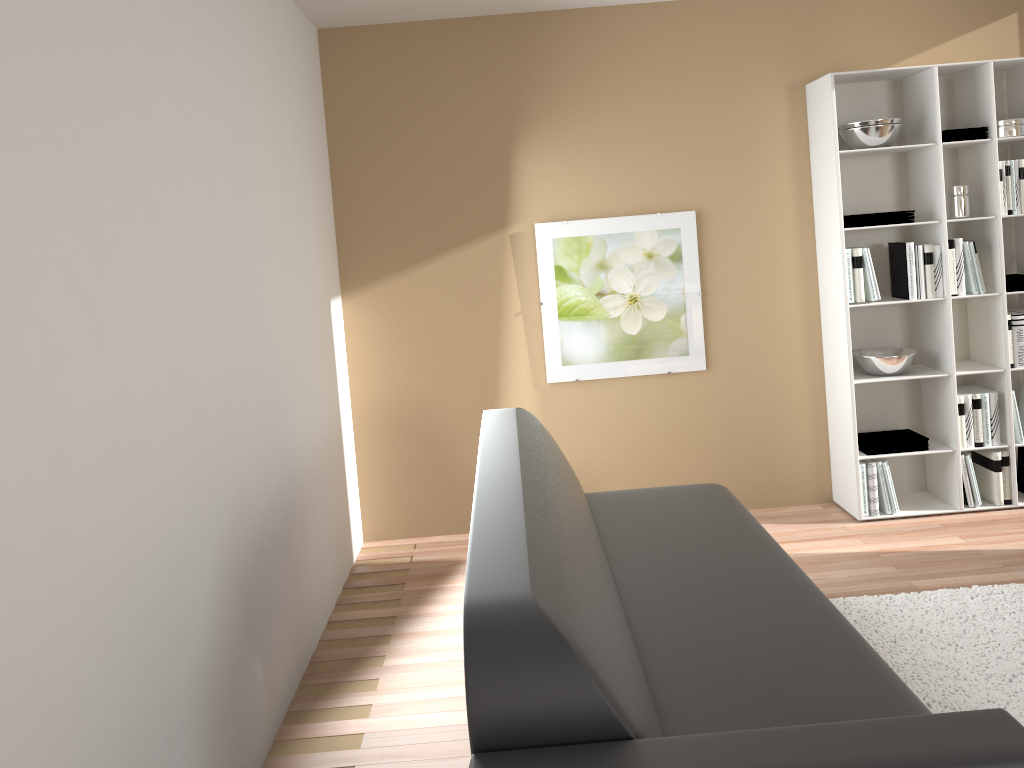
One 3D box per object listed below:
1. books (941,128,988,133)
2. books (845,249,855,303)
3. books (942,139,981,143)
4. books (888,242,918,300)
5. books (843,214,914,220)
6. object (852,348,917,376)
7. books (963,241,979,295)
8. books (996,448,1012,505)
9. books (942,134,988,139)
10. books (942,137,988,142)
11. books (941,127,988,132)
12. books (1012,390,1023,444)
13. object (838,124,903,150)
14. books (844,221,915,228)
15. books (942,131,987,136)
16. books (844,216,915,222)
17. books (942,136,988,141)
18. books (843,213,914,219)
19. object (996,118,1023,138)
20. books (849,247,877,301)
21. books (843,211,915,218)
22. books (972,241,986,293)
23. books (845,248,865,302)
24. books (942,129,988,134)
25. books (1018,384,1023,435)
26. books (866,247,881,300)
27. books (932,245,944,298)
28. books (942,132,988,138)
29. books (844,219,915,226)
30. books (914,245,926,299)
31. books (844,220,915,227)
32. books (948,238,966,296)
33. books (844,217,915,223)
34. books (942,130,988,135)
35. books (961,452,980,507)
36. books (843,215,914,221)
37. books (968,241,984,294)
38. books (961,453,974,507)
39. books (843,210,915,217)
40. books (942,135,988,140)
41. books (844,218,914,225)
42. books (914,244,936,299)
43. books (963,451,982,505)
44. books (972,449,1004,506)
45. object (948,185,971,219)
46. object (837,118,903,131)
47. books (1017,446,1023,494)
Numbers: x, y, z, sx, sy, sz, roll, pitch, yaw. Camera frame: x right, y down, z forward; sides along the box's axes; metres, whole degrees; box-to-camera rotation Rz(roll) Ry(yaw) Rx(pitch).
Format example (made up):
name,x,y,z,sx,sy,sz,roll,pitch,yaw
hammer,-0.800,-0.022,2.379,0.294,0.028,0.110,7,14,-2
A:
name,x,y,z,sx,sy,sz,roll,pitch,yaw
books,2.138,-1.227,4.314,0.210,0.007,0.300,-6,9,-5
books,1.610,-0.532,4.300,0.040,0.257,0.209,-5,5,0
books,2.142,-1.178,4.321,0.210,0.007,0.300,-6,9,-5
books,1.913,-0.556,4.306,0.040,0.274,0.209,-5,5,0
books,1.772,-0.817,4.309,0.297,0.008,0.213,-5,9,-1
object,1.846,-0.105,4.357,0.301,0.106,0.300,-11,11,-35
books,2.201,-0.572,4.317,0.060,0.258,0.209,-5,5,0
books,2.384,0.436,4.340,0.040,0.257,0.209,-5,5,0
books,2.142,-1.200,4.317,0.210,0.006,0.300,-6,9,-5
books,2.143,-1.183,4.320,0.210,0.006,0.300,-6,9,-5
books,2.139,-1.232,4.313,0.210,0.006,0.300,-6,9,-5
books,2.430,0.144,4.332,0.060,0.258,0.209,-5,5,0
object,1.756,-1.197,4.309,0.301,0.106,0.300,-11,11,-35
books,1.774,-0.778,4.306,0.297,0.007,0.213,-5,9,0
books,2.139,-1.211,4.318,0.210,0.006,0.301,-5,9,-4
books,1.774,-0.806,4.306,0.297,0.006,0.213,-5,9,-1
books,2.142,-1.189,4.319,0.210,0.006,0.300,-6,9,-5
books,1.771,-0.823,4.309,0.297,0.008,0.213,-5,9,-1
object,2.418,-1.241,4.299,0.191,0.089,0.194,3,11,41
books,1.706,-0.539,4.298,0.060,0.258,0.210,-5,5,0
books,1.774,-0.828,4.304,0.297,0.007,0.213,-5,9,0
books,2.244,-0.578,4.329,0.058,0.256,0.210,-5,5,0
books,1.657,-0.535,4.295,0.040,0.257,0.209,-5,5,0
books,2.143,-1.222,4.318,0.210,0.008,0.300,-6,9,-5
books,2.582,0.130,4.366,0.085,0.244,0.210,-5,5,0
books,1.729,-0.543,4.309,0.058,0.256,0.210,-5,5,0
books,2.039,-0.555,4.309,0.040,0.250,0.209,-5,5,0
books,2.141,-1.205,4.317,0.210,0.006,0.300,-6,9,-5
books,1.774,-0.789,4.307,0.297,0.006,0.213,-5,9,-1
books,1.955,-0.551,4.307,0.040,0.257,0.209,-5,5,0
books,1.774,-0.784,4.307,0.297,0.006,0.213,-5,9,-1
books,2.151,-0.577,4.320,0.040,0.274,0.209,-5,5,0
books,1.774,-0.800,4.306,0.297,0.006,0.213,-5,9,-1
books,2.143,-1.217,4.318,0.210,0.008,0.300,-6,9,-5
books,2.218,0.451,4.336,0.058,0.256,0.210,-5,5,0
books,1.772,-0.811,4.304,0.297,0.006,0.213,-5,9,1
books,2.227,-0.572,4.313,0.058,0.256,0.210,-5,5,0
books,2.192,0.450,4.340,0.060,0.258,0.209,-5,5,0
books,1.774,-0.833,4.305,0.297,0.006,0.213,-5,9,-1
books,2.142,-1.195,4.321,0.210,0.006,0.300,-6,10,-7
books,1.771,-0.795,4.307,0.297,0.006,0.213,-5,9,-2
books,1.997,-0.554,4.302,0.040,0.257,0.209,-5,5,0
books,2.235,0.445,4.352,0.058,0.256,0.210,-5,5,0
books,2.343,0.440,4.336,0.040,0.257,0.209,-5,5,0
object,2.173,-0.883,4.274,0.093,0.161,0.094,-4,4,14
object,1.754,-1.224,4.308,0.301,0.106,0.300,-11,11,-35
books,2.559,0.421,4.345,0.032,0.267,0.213,-5,5,0
